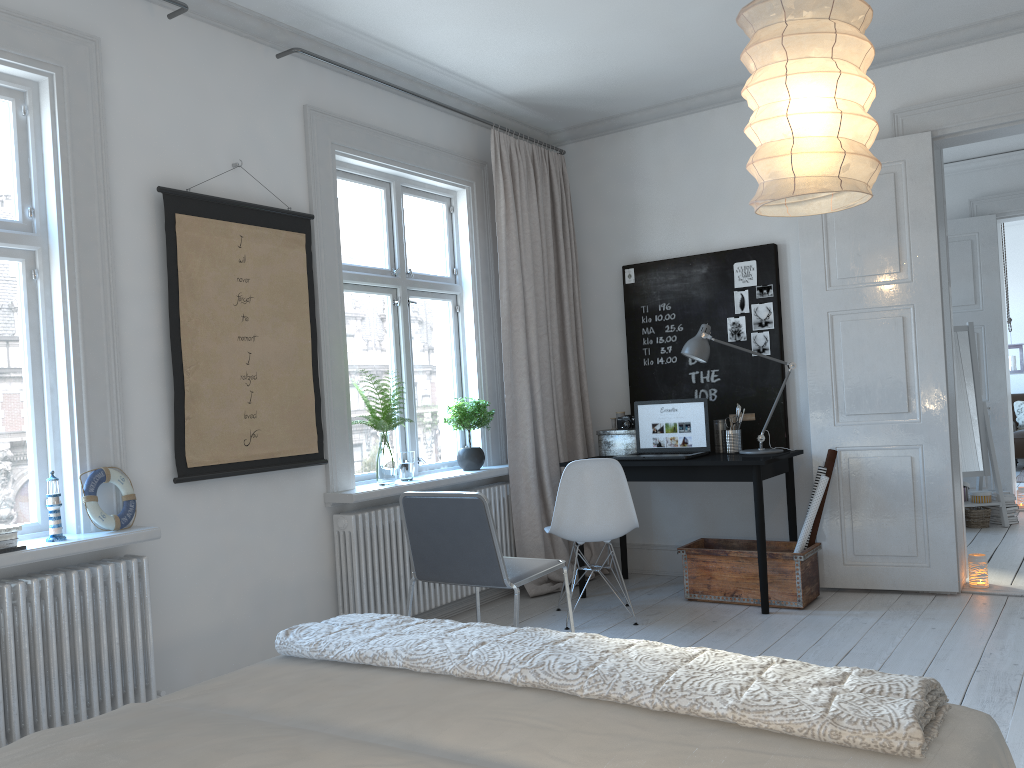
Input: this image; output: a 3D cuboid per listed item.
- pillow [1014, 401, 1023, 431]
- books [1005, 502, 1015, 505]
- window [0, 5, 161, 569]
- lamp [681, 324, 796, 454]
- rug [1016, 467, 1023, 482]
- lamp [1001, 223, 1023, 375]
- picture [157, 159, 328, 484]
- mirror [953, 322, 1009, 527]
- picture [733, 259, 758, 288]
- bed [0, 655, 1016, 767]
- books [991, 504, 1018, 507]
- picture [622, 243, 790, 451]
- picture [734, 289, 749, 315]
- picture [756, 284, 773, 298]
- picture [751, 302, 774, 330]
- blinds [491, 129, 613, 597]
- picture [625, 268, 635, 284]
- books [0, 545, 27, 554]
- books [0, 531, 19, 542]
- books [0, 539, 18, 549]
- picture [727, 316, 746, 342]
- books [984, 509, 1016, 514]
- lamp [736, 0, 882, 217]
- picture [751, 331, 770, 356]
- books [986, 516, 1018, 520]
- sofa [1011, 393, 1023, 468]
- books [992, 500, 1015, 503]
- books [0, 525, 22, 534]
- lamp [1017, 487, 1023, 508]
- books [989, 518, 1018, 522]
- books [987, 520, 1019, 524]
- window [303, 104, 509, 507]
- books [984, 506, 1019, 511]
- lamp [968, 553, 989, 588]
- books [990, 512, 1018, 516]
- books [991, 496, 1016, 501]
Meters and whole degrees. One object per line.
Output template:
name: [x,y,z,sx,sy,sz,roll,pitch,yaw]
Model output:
pillow: [5.958,0.347,10.002,0.519,0.367,0.239,-4,0,34]
books: [3.590,0.870,6.523,0.128,0.016,0.177,-3,-1,1]
window: [-5.136,-0.289,0.928,11.972,7.009,7.975,-4,-1,34]
lamp: [1.234,0.022,4.798,0.617,0.716,0.230,-4,0,5]
rug: [6.051,0.888,8.910,1.711,0.055,1.455,-4,-1,35]
lamp: [5.248,-0.980,9.379,0.228,1.762,0.228,-3,0,31]
picture: [-1.108,-0.282,3.710,0.057,1.313,0.792,-3,0,34]
mirror: [3.224,0.296,6.522,0.610,1.488,0.417,-3,0,-1]
picture: [1.327,-0.630,5.037,0.148,0.154,0.004,-4,0,34]
bed: [-0.356,0.647,1.201,1.889,1.046,2.175,-4,-1,34]
books: [3.595,0.887,6.522,0.128,0.016,0.178,-3,-1,-13]
picture: [1.120,-0.175,5.233,0.953,1.172,0.064,-4,0,34]
picture: [1.309,-0.468,5.056,0.083,0.146,0.002,-4,0,34]
picture: [1.418,-0.522,4.981,0.095,0.071,0.001,-4,0,34]
picture: [1.410,-0.383,4.991,0.121,0.153,0.002,-4,0,34]
blinds: [0.247,-0.122,5.236,0.225,2.647,0.830,-3,0,34]
picture: [0.723,-0.663,5.445,0.061,0.088,0.004,-4,0,31]
books: [-1.686,0.522,2.721,0.219,0.013,0.272,-4,-1,30]
books: [-1.696,0.480,2.721,0.208,0.022,0.253,-4,-1,35]
books: [-1.705,0.504,2.718,0.207,0.025,0.262,-4,-1,27]
picture: [1.287,-0.314,5.077,0.107,0.150,0.001,-4,0,34]
books: [3.587,0.931,6.528,0.128,0.022,0.167,-3,-1,-22]
lamp: [0.764,-1.083,2.345,0.340,1.231,0.339,-3,0,-25]
picture: [1.402,-0.229,5.002,0.103,0.136,0.001,-4,0,34]
books: [3.595,0.979,6.521,0.128,0.016,0.181,-3,-1,-11]
sofa: [6.458,0.476,9.538,2.166,0.824,0.968,-4,-1,34]
books: [3.587,0.853,6.521,0.128,0.016,0.181,-4,-1,5]
books: [-1.695,0.461,2.725,0.203,0.015,0.269,-4,-1,31]
lamp: [4.096,0.909,7.103,0.089,0.166,0.089,-4,0,33]
books: [3.597,0.995,6.523,0.128,0.016,0.177,-3,-1,-15]
books: [3.603,1.012,6.522,0.128,0.016,0.178,-3,-1,-18]
window: [-17.210,-1.141,3.438,26.559,15.020,25.631,-4,-1,34]
books: [3.592,0.907,6.514,0.128,0.022,0.193,-3,-1,-23]
lamp: [2.413,0.968,4.590,0.089,0.166,0.089,-4,0,27]
books: [3.593,0.950,6.519,0.132,0.017,0.187,-3,-1,-19]
books: [3.589,0.831,6.511,0.128,0.026,0.200,-4,-1,6]
